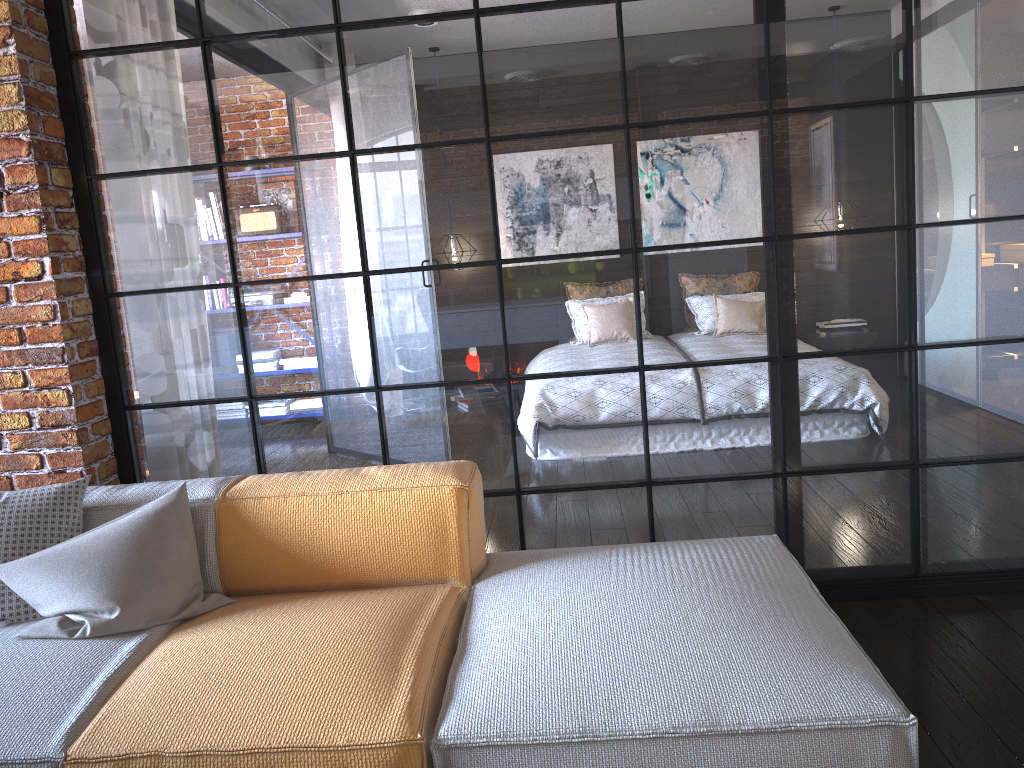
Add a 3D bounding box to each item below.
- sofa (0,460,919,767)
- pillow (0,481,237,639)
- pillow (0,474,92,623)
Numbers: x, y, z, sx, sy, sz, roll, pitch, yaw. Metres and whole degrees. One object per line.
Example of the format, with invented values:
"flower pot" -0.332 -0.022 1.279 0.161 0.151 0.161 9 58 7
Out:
"sofa" -0.901 0.760 1.521 3.301 0.698 2.533 -4 9 3
"pillow" -0.994 0.459 2.215 0.484 0.314 0.358 -13 12 -43
"pillow" -1.359 0.448 2.302 0.495 0.355 0.293 -7 9 -10
